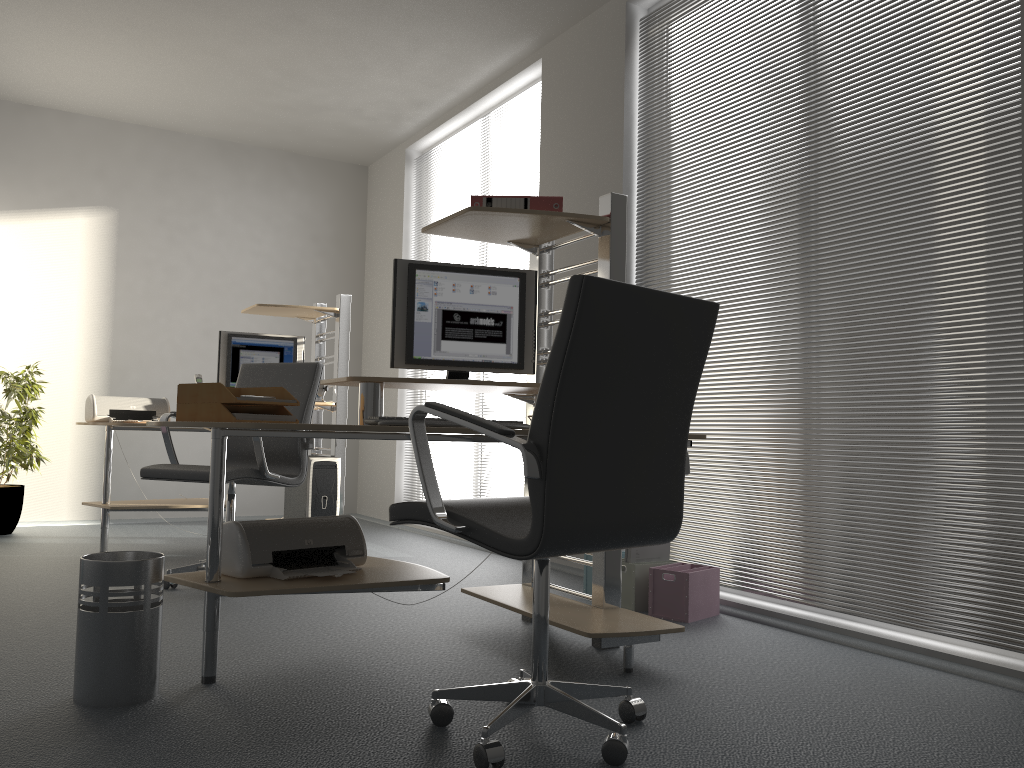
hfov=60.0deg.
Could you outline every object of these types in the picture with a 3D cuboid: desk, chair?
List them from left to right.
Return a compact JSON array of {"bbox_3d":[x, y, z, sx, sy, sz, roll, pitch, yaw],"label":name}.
[{"bbox_3d":[-1.686,0.192,5.165,1.469,1.566,0.967,3,-4,-30],"label":"desk"},{"bbox_3d":[-1.286,0.399,4.109,0.584,1.048,0.652,0,-4,25],"label":"chair"},{"bbox_3d":[-0.279,0.085,2.753,1.469,1.566,0.967,3,-4,-30],"label":"desk"},{"bbox_3d":[0.086,0.319,2.159,0.584,1.048,0.652,5,-5,-44],"label":"chair"}]

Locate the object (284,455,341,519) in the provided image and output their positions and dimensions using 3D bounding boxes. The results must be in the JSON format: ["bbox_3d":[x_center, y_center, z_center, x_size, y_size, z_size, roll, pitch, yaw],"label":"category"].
[{"bbox_3d":[-1.203,0.647,5.337,0.199,0.422,0.471,3,-4,-30],"label":"object"}]

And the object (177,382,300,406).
[{"bbox_3d":[-0.838,0.033,2.714,0.309,0.060,0.225,-1,-4,39],"label":"object"}]

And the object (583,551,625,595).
[{"bbox_3d":[0.472,0.865,3.954,0.245,0.202,0.185,3,-4,-30],"label":"object"}]

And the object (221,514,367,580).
[{"bbox_3d":[-0.625,0.493,2.699,0.351,0.162,0.438,-2,-5,44],"label":"object"}]

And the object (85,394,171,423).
[{"bbox_3d":[-2.203,0.147,5.145,0.438,0.162,0.351,4,-4,-38],"label":"object"}]

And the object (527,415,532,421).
[{"bbox_3d":[0.086,0.130,3.069,0.054,0.064,0.159,0,-4,27],"label":"object"}]

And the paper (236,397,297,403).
[{"bbox_3d":[-0.837,0.050,2.712,0.297,0.010,0.210,-1,-4,39],"label":"paper"}]

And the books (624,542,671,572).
[{"bbox_3d":[0.574,0.787,3.786,0.220,0.306,0.068,3,-4,-30],"label":"books"}]

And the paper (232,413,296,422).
[{"bbox_3d":[-0.838,0.102,2.709,0.297,0.019,0.210,-1,-4,39],"label":"paper"}]

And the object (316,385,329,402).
[{"bbox_3d":[-1.217,0.046,5.502,0.154,0.135,0.093,1,-3,7],"label":"object"}]

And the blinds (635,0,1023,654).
[{"bbox_3d":[1.116,-0.526,3.598,0.022,2.770,1.950,3,-4,-30],"label":"blinds"}]

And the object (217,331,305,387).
[{"bbox_3d":[-1.569,-0.101,5.558,0.516,0.418,0.245,2,-3,-15],"label":"object"}]

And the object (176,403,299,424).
[{"bbox_3d":[-0.839,0.089,2.711,0.309,0.060,0.225,-1,-4,39],"label":"object"}]

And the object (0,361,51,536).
[{"bbox_3d":[-3.306,0.407,5.761,0.544,1.147,0.644,1,-3,-1],"label":"object"}]

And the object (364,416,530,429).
[{"bbox_3d":[-0.294,0.154,2.877,0.478,0.082,0.814,3,-4,-22],"label":"object"}]

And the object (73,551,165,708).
[{"bbox_3d":[-1.043,0.647,2.360,0.208,0.377,0.208,1,-3,13],"label":"object"}]

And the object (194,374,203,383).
[{"bbox_3d":[-1.880,0.014,5.345,0.150,0.151,0.119,5,-5,-44],"label":"object"}]

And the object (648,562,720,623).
[{"bbox_3d":[0.702,0.850,3.613,0.185,0.202,0.245,-2,-4,42],"label":"object"}]

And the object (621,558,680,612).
[{"bbox_3d":[0.565,0.858,3.794,0.245,0.202,0.185,3,-4,-30],"label":"object"}]

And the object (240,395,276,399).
[{"bbox_3d":[-0.758,0.040,2.648,0.008,0.009,0.159,0,-4,24],"label":"object"}]

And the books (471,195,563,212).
[{"bbox_3d":[0.020,-0.612,3.207,0.320,0.072,0.262,1,-3,2],"label":"books"}]

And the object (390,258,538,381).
[{"bbox_3d":[-0.171,-0.206,3.167,0.516,0.418,0.245,2,-3,-8],"label":"object"}]

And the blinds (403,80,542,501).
[{"bbox_3d":[-0.296,-0.420,6.015,0.037,2.749,1.950,3,-4,-30],"label":"blinds"}]
